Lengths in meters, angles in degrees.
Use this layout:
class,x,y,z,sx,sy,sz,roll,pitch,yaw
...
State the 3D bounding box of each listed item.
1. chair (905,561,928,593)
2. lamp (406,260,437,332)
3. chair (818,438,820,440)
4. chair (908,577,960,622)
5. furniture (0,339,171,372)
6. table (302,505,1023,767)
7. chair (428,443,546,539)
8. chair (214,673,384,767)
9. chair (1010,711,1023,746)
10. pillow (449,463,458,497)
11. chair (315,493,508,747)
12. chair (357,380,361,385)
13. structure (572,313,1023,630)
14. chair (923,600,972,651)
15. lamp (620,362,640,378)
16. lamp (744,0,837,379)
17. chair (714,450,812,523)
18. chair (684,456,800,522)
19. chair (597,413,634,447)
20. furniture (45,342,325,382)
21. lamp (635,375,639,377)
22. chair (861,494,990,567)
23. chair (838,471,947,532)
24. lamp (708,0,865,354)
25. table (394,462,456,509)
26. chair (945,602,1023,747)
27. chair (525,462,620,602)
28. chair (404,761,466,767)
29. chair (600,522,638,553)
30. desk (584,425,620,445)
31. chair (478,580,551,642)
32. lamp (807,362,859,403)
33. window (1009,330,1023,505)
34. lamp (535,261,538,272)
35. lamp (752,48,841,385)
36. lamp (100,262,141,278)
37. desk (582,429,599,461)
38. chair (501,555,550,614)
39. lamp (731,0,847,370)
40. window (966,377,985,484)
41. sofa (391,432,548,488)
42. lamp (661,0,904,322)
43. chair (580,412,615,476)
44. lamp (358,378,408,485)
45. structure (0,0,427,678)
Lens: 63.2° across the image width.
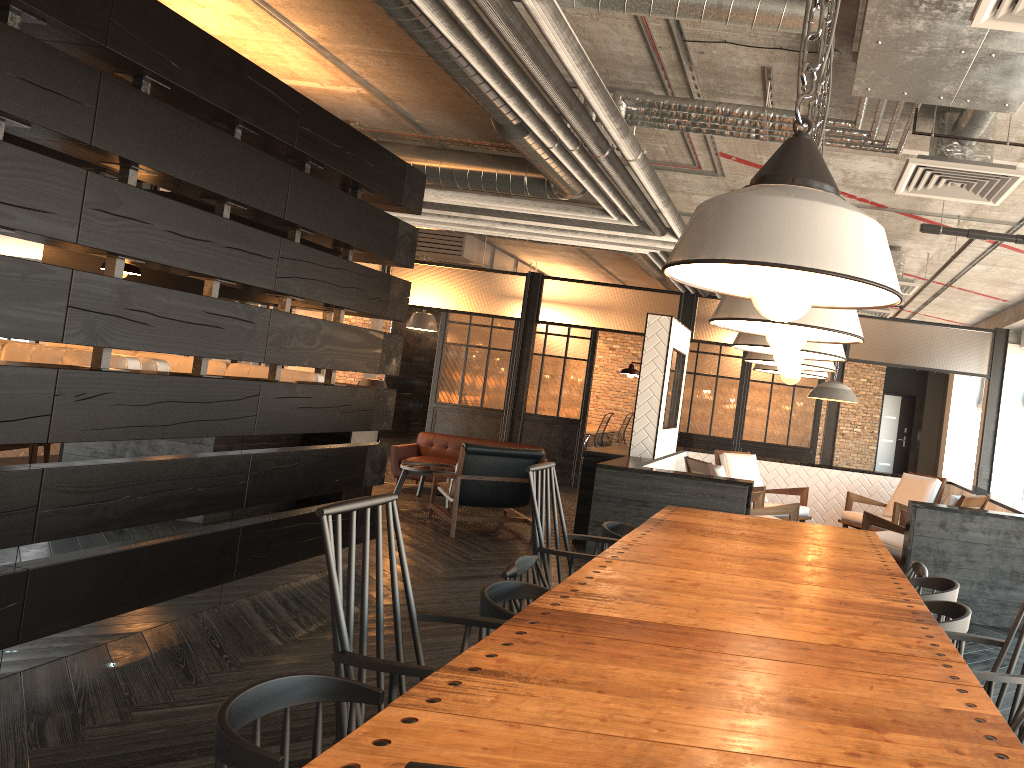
class,x,y,z,sx,sy,sz,roll,pitch,yaw
chair,1.750,1.213,4.052,0.453,0.726,0.387,7,-1,9
lamp,-1.277,-1.576,12.733,0.507,1.503,0.382,8,-1,-28
chair,4.296,1.312,12.716,0.681,1.063,0.718,7,-1,11
chair,1.670,1.199,3.604,0.435,0.737,0.388,7,-1,9
furniture,-2.737,0.388,4.038,1.844,1.261,1.097,7,-1,6
table,0.741,1.062,2.706,1.137,0.792,3.931,7,0,17
chair,-0.243,0.913,7.563,0.852,0.796,0.889,7,0,-24
chair,-0.338,0.961,1.552,0.435,0.737,0.388,7,-1,9
chair,1.096,1.142,2.040,0.453,0.726,0.387,7,-1,9
pillow,-0.184,0.867,7.393,0.773,0.334,0.220,7,-1,-28
chair,-0.221,0.824,2.054,0.477,1.033,0.475,7,-1,10
chair,-2.905,0.411,14.569,0.681,1.063,0.718,7,-1,11
structure,2.837,0.626,8.038,3.865,2.116,3.840,7,0,10
chair,1.442,1.174,3.099,0.435,0.737,0.388,7,-1,9
lamp,1.126,-0.137,7.742,0.258,0.171,0.170,7,0,-24
lamp,1.192,-0.881,3.262,0.322,1.738,0.409,7,-1,30
chair,2.552,1.197,8.643,0.835,0.907,0.796,8,-1,-40
chair,1.940,1.129,7.110,1.055,0.907,0.635,7,-1,-22
chair,1.707,0.983,14.449,0.681,1.063,0.718,7,-1,11
furniture,-2.289,0.436,5.356,1.849,1.261,0.601,7,-1,3
lamp,1.368,-0.111,8.456,0.258,0.171,0.170,7,0,-24
chair,3.453,1.317,7.037,0.834,0.907,0.797,8,-1,-45
chair,3.995,1.376,8.696,1.080,0.907,0.617,7,-1,-31
lamp,0.740,-0.930,1.931,0.377,1.738,0.355,7,-1,-1
table,-0.801,1.049,8.669,0.710,0.372,0.718,7,0,6
chair,1.411,1.024,2.557,0.477,1.033,0.475,7,-1,10
chair,0.282,0.879,3.536,0.477,1.033,0.475,7,-1,10
chair,0.106,0.871,0.924,0.433,1.033,0.522,7,-1,16
chair,0.613,1.066,4.032,0.435,0.737,0.388,7,-1,9
desk,1.260,1.101,14.436,0.769,0.720,1.722,7,0,16
chair,0.089,1.009,2.552,0.435,0.737,0.388,7,-1,9
lamp,3.198,-0.610,8.044,0.472,1.546,0.546,7,-1,19
window,6.385,0.673,9.953,0.233,2.876,2.612,7,-1,19
lamp,0.858,-1.276,13.570,0.284,0.858,3.579,7,0,19
lamp,1.418,-0.857,3.927,0.322,1.738,0.409,7,-1,30
lamp,-2.203,-1.135,4.836,0.196,1.051,0.192,7,-1,3
desk,0.706,1.041,12.803,0.769,0.720,1.722,7,0,16
chair,0.179,1.023,3.050,0.453,0.726,0.387,7,-1,9
lamp,0.966,-0.906,2.596,0.333,1.738,0.399,7,-1,22
window,7.334,0.776,12.747,0.233,2.876,2.612,7,-1,19
sofa,-0.482,0.953,9.603,1.592,0.638,0.686,7,0,4
lamp,0.514,-0.955,1.264,0.423,1.738,0.309,8,-2,-38
chair,1.146,0.922,12.798,0.681,1.063,0.718,7,-1,11
lamp,-1.494,0.553,9.795,0.964,1.179,0.472,8,-1,-31
structure,-4.703,-0.603,3.274,5.961,2.743,5.681,7,0,10
